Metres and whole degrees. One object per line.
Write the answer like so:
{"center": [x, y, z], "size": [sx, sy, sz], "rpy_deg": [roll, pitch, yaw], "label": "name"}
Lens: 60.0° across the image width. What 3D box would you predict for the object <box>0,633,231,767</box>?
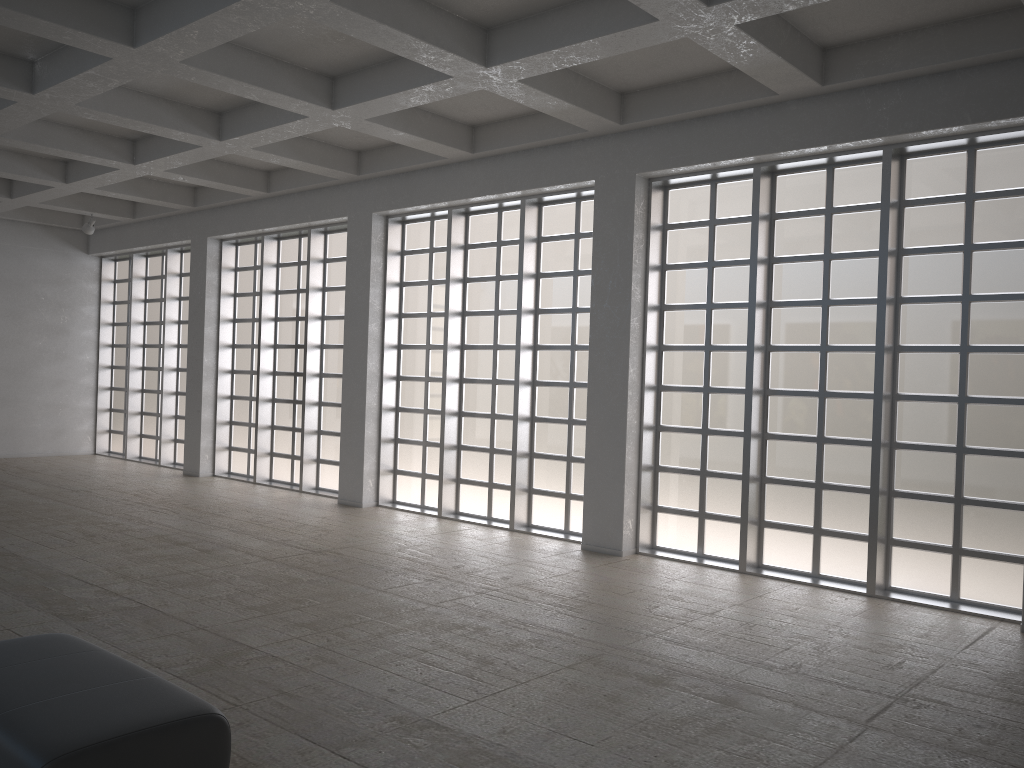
{"center": [-3.928, 2.912, 7.615], "size": [3.044, 0.828, 1.616], "rpy_deg": [2, 0, 41], "label": "object"}
